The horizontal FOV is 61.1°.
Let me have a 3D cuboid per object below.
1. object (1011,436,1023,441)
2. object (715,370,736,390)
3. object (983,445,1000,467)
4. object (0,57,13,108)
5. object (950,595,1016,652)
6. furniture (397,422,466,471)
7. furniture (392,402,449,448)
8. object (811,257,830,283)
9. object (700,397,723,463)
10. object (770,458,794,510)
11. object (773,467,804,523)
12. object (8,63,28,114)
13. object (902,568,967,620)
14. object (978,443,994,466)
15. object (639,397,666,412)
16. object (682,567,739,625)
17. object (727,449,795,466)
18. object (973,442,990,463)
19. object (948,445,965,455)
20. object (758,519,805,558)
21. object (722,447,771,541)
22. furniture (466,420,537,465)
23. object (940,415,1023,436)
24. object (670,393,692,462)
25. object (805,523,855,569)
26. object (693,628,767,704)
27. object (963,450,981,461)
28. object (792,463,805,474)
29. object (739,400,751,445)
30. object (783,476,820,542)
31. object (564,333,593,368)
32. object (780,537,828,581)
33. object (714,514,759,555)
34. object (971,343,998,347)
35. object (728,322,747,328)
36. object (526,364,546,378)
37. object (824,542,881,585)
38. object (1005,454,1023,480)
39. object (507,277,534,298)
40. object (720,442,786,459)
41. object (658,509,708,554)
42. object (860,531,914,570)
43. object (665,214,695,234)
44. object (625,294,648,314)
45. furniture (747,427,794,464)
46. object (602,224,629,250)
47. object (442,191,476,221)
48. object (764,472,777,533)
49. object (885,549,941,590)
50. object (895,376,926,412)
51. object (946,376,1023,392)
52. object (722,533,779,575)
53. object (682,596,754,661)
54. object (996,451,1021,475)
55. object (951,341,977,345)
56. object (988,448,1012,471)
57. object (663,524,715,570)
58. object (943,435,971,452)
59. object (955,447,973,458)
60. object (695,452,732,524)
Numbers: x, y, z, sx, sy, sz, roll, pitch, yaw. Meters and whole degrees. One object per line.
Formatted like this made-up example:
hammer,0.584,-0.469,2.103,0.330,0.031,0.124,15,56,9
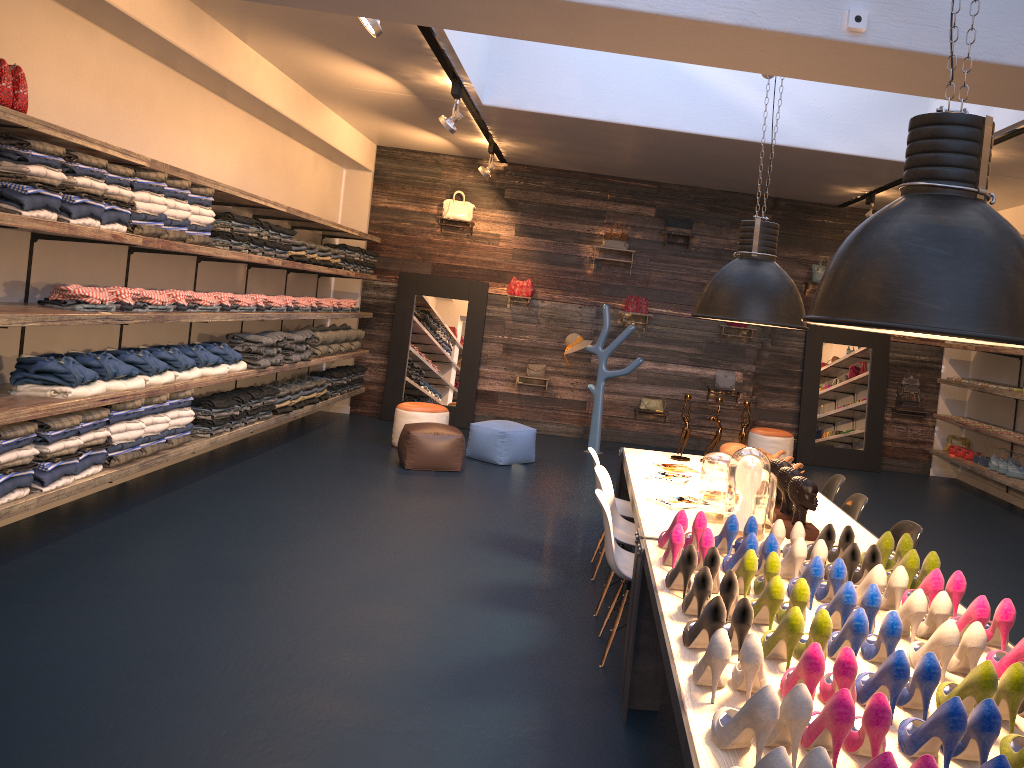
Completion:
object,5.632,0.623,9.203,0.355,0.029,0.886,7,5,3
object,2.856,-0.056,11.583,0.265,0.230,0.082,7,1,14
object,5.789,0.874,10.451,0.187,0.279,0.063,8,1,31
object,-2.494,-1.409,3.991,0.319,0.244,0.142,7,2,-1
object,1.560,0.773,2.877,0.199,0.195,0.247,7,3,8
furniture,-0.786,0.595,8.539,0.679,0.422,0.620,6,4,-16
furniture,-0.990,0.457,9.448,0.579,0.479,0.583,7,3,3
object,4.178,-1.525,11.645,0.383,0.366,0.169,6,1,-15
object,1.406,0.318,6.057,0.128,0.468,0.151,7,1,43
object,1.432,0.545,4.656,0.155,0.285,0.153,7,2,0
object,1.409,0.565,4.406,0.155,0.285,0.153,7,2,0
object,-2.480,-1.417,4.094,0.326,0.244,0.139,6,2,-8
object,1.539,0.744,3.157,0.202,0.195,0.242,7,3,1
object,5.805,0.863,10.597,0.191,0.279,0.062,7,1,20
object,1.872,0.267,11.469,0.387,0.174,0.217,5,4,-24
object,0.660,0.671,2.828,0.198,0.195,0.247,7,3,9
object,1.570,0.529,5.429,0.464,0.203,0.210,5,3,-22
object,5.814,0.852,10.727,0.187,0.279,0.063,8,1,31
object,5.836,0.870,11.385,0.204,0.118,0.097,9,4,34
object,1.150,0.651,3.663,0.199,0.195,0.246,7,3,7
object,1.093,0.499,4.033,0.209,0.412,0.194,6,1,-11
furniture,-0.104,0.604,9.309,0.599,0.422,0.700,10,5,39
object,5.765,0.504,10.666,0.352,0.024,1.876,7,5,4
object,1.196,0.295,6.042,0.136,0.468,0.143,7,1,12
object,1.360,0.672,3.700,0.202,0.195,0.242,7,3,1
object,0.581,0.713,2.282,0.198,0.195,0.248,7,3,10
object,5.818,0.908,10.962,0.204,0.118,0.097,10,4,35
object,1.547,0.550,5.179,0.464,0.203,0.210,5,3,-22
object,1.632,0.343,6.076,0.148,0.468,0.131,6,1,-24
object,1.386,0.587,4.149,0.155,0.285,0.153,7,2,0
object,0.812,-0.399,10.689,0.339,0.441,0.353,6,2,-3
object,1.136,0.675,3.391,0.202,0.195,0.242,7,3,1
object,0.948,0.628,3.659,0.202,0.195,0.242,7,3,1
object,5.902,-0.597,10.834,0.385,0.231,0.192,10,4,39
object,3.018,-0.881,11.587,0.251,0.243,0.215,6,3,-5
object,0.317,-0.178,11.373,0.286,0.175,0.098,5,2,-24
object,1.343,0.697,3.409,0.204,0.195,0.240,7,3,-1
object,5.704,0.925,9.759,0.256,0.282,0.103,9,2,35
object,0.120,-1.266,11.358,0.330,0.253,0.141,7,2,9
object,1.597,0.507,5.700,0.458,0.203,0.213,5,3,-16
object,0.725,0.604,3.634,0.206,0.195,0.238,6,3,-5
object,1.595,0.702,3.682,0.202,0.195,0.242,7,3,1
object,2.208,-2.103,11.486,0.428,0.231,0.173,6,2,-9
object,1.657,-1.047,11.458,0.333,0.254,0.133,6,2,-15
furniture,3.261,0.815,10.969,0.579,0.479,0.583,7,3,3
object,1.375,-1.941,11.434,0.345,0.335,0.168,7,1,9
object,-0.686,-2.312,11.269,0.443,0.385,0.185,6,2,-15
object,1.196,0.555,4.219,0.180,0.289,0.168,6,2,-11
object,1.574,0.724,3.413,0.202,0.195,0.242,7,3,1
object,5.421,0.117,11.798,0.361,0.460,0.232,7,1,-2
object,5.910,-0.002,10.802,0.481,0.060,1.522,7,5,4
object,0.934,0.653,3.374,0.207,0.195,0.237,6,3,-7
object,0.615,0.692,2.554,0.205,0.195,0.239,6,3,-3
object,5.716,0.907,9.963,0.256,0.282,0.103,9,2,35
object,5.951,-0.694,11.375,0.178,0.334,0.325,5,3,-44
object,5.730,0.889,10.167,0.258,0.282,0.102,8,2,29
object,0.688,0.625,3.364,0.201,0.195,0.250,7,3,12
object,5.954,0.808,11.589,0.343,0.234,0.214,9,4,33
object,5.816,0.888,11.171,0.204,0.118,0.097,9,4,34
object,1.016,0.504,4.293,0.177,0.335,0.194,7,2,19
